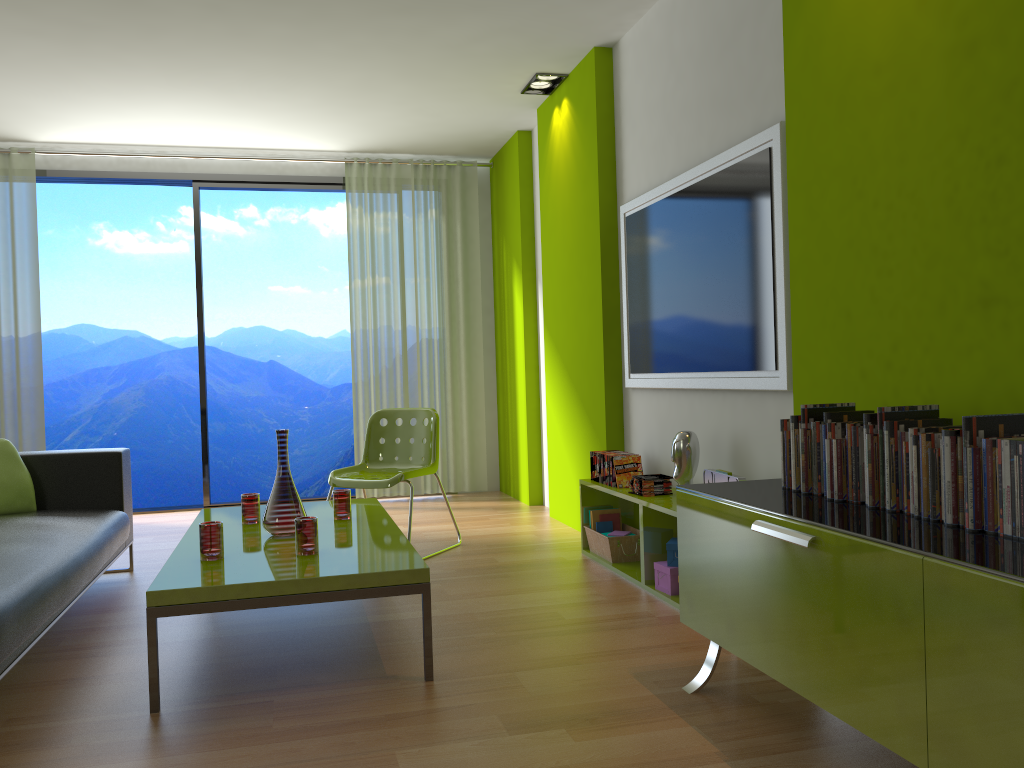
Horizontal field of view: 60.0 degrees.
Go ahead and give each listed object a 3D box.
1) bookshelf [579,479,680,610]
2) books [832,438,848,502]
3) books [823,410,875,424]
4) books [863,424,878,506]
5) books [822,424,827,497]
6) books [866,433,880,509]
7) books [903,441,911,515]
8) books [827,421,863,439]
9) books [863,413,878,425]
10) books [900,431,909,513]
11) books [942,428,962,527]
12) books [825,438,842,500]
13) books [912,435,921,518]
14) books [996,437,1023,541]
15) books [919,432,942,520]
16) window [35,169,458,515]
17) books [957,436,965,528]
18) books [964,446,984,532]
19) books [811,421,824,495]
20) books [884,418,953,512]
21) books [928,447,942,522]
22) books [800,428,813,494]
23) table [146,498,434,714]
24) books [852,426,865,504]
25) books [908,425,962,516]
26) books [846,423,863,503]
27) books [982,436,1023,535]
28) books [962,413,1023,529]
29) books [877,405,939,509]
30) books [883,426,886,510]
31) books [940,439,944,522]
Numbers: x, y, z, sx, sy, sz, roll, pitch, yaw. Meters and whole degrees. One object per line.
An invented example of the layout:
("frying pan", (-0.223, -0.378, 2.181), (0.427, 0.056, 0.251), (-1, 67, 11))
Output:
("bookshelf", (0.700, 0.675, 3.802), (0.306, 0.378, 1.630), (-2, 1, -14))
("books", (0.904, 0.219, 2.263), (0.185, 0.164, 0.025), (-2, 1, -14))
("books", (0.897, 0.186, 2.360), (0.144, 0.227, 0.025), (-2, 1, -14))
("books", (0.938, 0.199, 2.170), (0.163, 0.204, 0.033), (-2, 1, -14))
("books", (0.894, 0.202, 2.337), (0.163, 0.196, 0.018), (-2, 1, -14))
("books", (0.937, 0.209, 2.140), (0.180, 0.185, 0.025), (-2, 1, -14))
("books", (0.972, 0.215, 2.037), (0.163, 0.173, 0.017), (-2, 1, -14))
("books", (0.899, 0.199, 2.317), (0.163, 0.201, 0.025), (-2, 1, -14))
("books", (0.940, 0.186, 2.201), (0.144, 0.229, 0.025), (-2, 1, -14))
("books", (0.972, 0.204, 2.059), (0.151, 0.193, 0.025), (-2, 1, -14))
("books", (0.993, 0.198, 1.883), (0.170, 0.209, 0.036), (-2, 1, -14))
("books", (0.895, 0.219, 2.290), (0.185, 0.162, 0.025), (-2, 1, -14))
("books", (0.971, 0.207, 1.989), (0.161, 0.191, 0.021), (-2, 1, -14))
("books", (1.030, 0.204, 1.727), (0.140, 0.197, 0.069), (-2, 1, -14))
("books", (0.977, 0.204, 1.964), (0.161, 0.196, 0.030), (-2, 1, -14))
("window", (-2.110, -0.308, 6.688), (3.336, 2.498, 0.219), (-2, 1, -14))
("books", (1.005, 0.204, 1.859), (0.159, 0.196, 0.016), (-2, 1, -14))
("books", (1.007, 0.214, 1.816), (0.178, 0.177, 0.030), (-2, 1, -14))
("books", (0.881, 0.199, 2.385), (0.163, 0.201, 0.032), (-2, 1, -14))
("books", (0.955, 0.192, 2.084), (0.172, 0.217, 0.031), (-2, 1, -14))
("books", (0.984, 0.219, 1.940), (0.161, 0.166, 0.020), (-2, 1, -14))
("books", (0.867, 0.209, 2.411), (0.180, 0.183, 0.025), (-2, 1, -14))
("table", (-0.843, 0.745, 3.419), (0.810, 0.349, 1.682), (-2, 1, -14))
("books", (0.925, 0.201, 2.220), (0.163, 0.198, 0.018), (-2, 1, -14))
("books", (0.977, 0.199, 2.017), (0.163, 0.204, 0.025), (-2, 1, -14))
("books", (0.920, 0.199, 2.241), (0.163, 0.204, 0.025), (-2, 1, -14))
("books", (1.023, 0.205, 1.785), (0.161, 0.196, 0.038), (-2, 1, -14))
("books", (1.008, 0.183, 1.841), (0.161, 0.239, 0.020), (-2, 1, -14))
("books", (0.949, 0.177, 2.121), (0.163, 0.248, 0.017), (-2, 1, -14))
("books", (0.955, 0.199, 2.107), (0.161, 0.204, 0.014), (-2, 1, -14))
("books", (0.995, 0.209, 1.917), (0.150, 0.186, 0.030), (-2, 1, -14))
